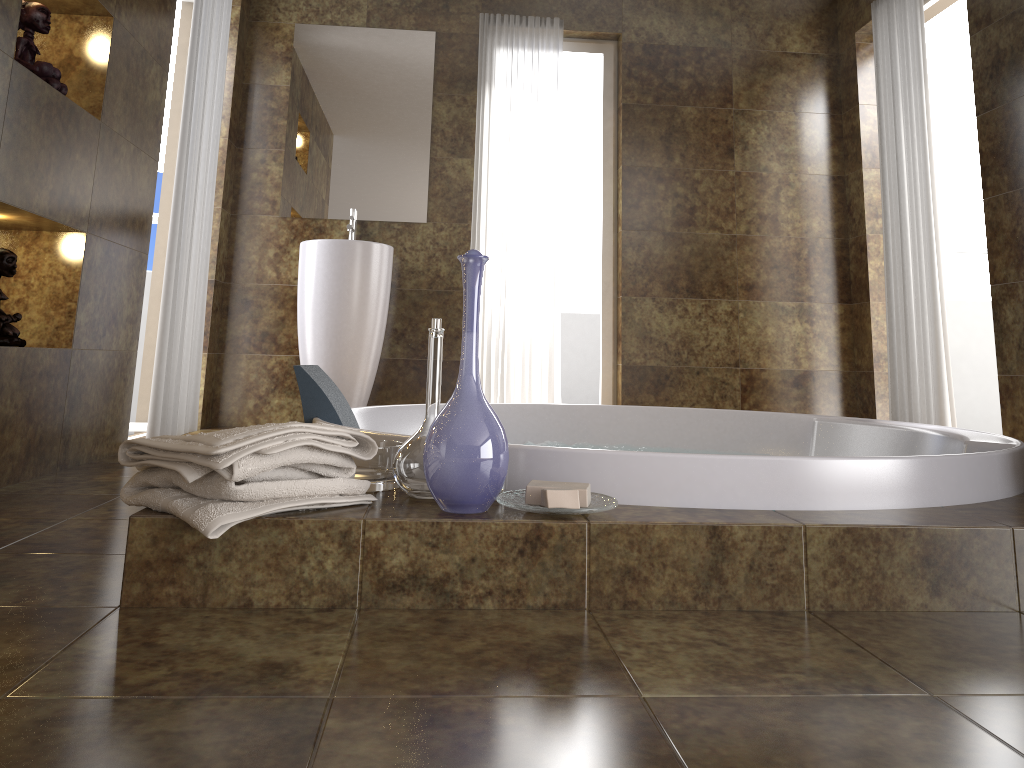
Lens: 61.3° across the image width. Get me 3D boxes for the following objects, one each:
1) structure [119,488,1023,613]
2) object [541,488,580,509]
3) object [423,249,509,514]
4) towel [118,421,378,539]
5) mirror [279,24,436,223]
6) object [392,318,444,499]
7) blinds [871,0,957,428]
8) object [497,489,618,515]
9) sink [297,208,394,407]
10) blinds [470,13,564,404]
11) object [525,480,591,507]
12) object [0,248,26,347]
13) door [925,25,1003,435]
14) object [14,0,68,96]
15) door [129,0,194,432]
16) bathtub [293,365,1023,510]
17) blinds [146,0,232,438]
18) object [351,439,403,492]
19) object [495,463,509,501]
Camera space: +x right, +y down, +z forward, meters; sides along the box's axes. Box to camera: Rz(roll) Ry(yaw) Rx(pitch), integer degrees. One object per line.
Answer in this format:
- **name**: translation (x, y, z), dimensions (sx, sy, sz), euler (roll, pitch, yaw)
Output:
- **structure**: translation (0.359, 0.251, 2.287), dimensions (2.002, 0.127, 1.965), euler (1, 1, -5)
- **object**: translation (0.074, 0.175, 1.322), dimensions (0.053, 0.035, 0.072), euler (2, -1, -4)
- **object**: translation (-0.069, -0.013, 1.400), dimensions (0.136, 0.432, 0.131), euler (1, -10, 3)
- **towel**: translation (-0.423, 0.134, 1.390), dimensions (0.337, 0.154, 0.316), euler (1, -1, 40)
- **mirror**: translation (-0.821, -1.414, 4.661), dimensions (0.767, 1.122, 0.008), euler (2, -11, -4)
- **object**: translation (-0.139, 0.038, 1.519), dimensions (0.130, 0.317, 0.125), euler (1, -9, 3)
- **blinds**: translation (1.876, -0.849, 4.115), dimensions (0.069, 2.340, 0.467), euler (3, -11, -5)
- **object**: translation (0.072, 0.193, 1.377), dimensions (0.189, 0.019, 0.187), euler (1, 1, -16)
- **sink**: translation (-0.830, -0.339, 4.233), dimensions (0.459, 1.168, 0.422), euler (2, -10, -2)
- **blinds**: translation (0.027, -0.918, 4.606), dimensions (0.519, 2.328, 0.065), euler (2, -11, -5)
- **object**: translation (0.075, 0.176, 1.391), dimensions (0.101, 0.033, 0.060), euler (2, -2, 10)
- **object**: translation (-1.385, -0.239, 2.339), dimensions (0.152, 0.281, 0.146), euler (2, -8, -4)
- **door**: translation (2.472, -0.787, 4.337), dimensions (0.956, 2.289, 0.039), euler (-3, -12, 28)
- **object**: translation (-1.375, -0.976, 2.507), dimensions (0.174, 0.293, 0.108), euler (2, -10, -5)
- **door**: translation (-2.099, -0.909, 4.153), dimensions (0.958, 2.289, 0.038), euler (4, -11, -14)
- **bathtub**: translation (0.358, 0.243, 2.287), dimensions (1.747, 0.537, 1.717), euler (2, 0, 26)
- **blinds**: translation (-1.353, -0.929, 3.755), dimensions (0.068, 2.340, 0.579), euler (3, -10, -5)
- **object**: translation (-0.286, 0.148, 1.603), dimensions (0.169, 0.077, 0.167), euler (2, -1, -24)
- **object**: translation (-0.035, 0.138, 1.498), dimensions (0.056, 0.119, 0.057), euler (9, -12, -42)
